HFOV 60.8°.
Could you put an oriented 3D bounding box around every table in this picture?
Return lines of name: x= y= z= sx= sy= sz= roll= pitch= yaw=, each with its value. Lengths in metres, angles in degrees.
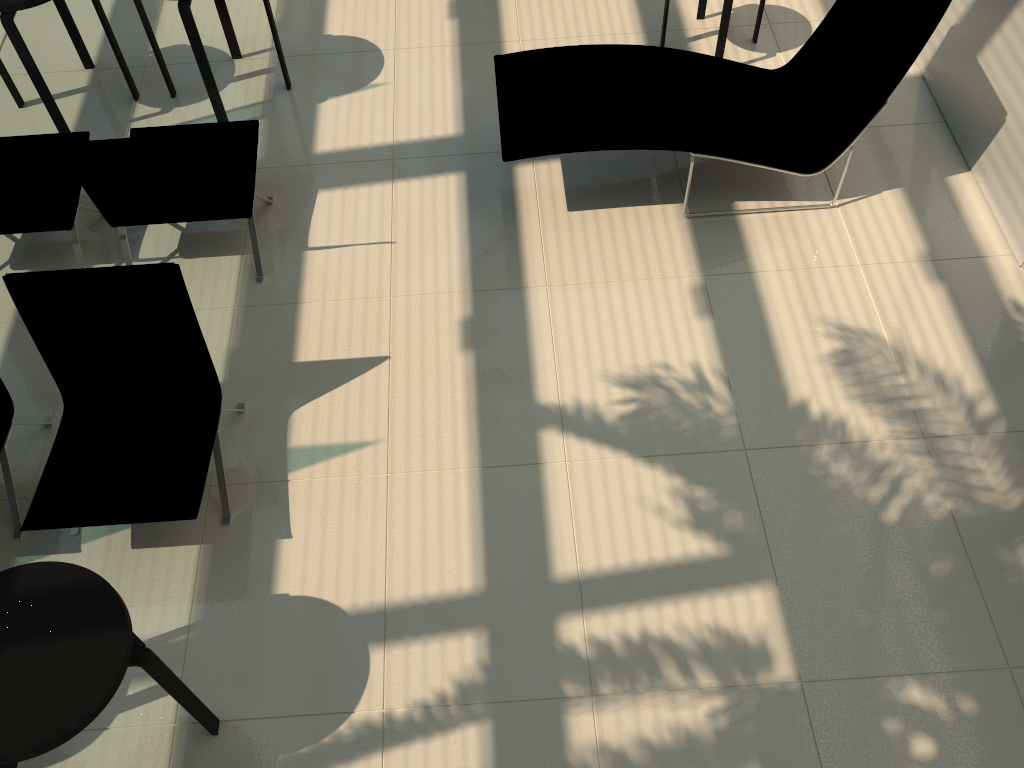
table: x=-2.761 y=-2.049 z=5.211 sx=0.661 sy=0.842 sz=0.644 roll=29 pitch=60 yaw=21
table: x=-1.793 y=-2.114 z=5.211 sx=0.661 sy=0.842 sz=0.644 roll=29 pitch=60 yaw=21
table: x=1.260 y=-2.359 z=5.401 sx=0.535 sy=0.558 sz=0.528 roll=33 pitch=62 yaw=23
table: x=-1.541 y=1.111 z=3.082 sx=0.653 sy=0.842 sz=0.653 roll=37 pitch=63 yaw=25

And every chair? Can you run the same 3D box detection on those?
chair: x=-1.726 y=-1.144 z=4.498 sx=0.716 sy=0.958 sz=0.817 roll=-4 pitch=54 yaw=0
chair: x=-2.657 y=-1.082 z=4.499 sx=0.716 sy=0.958 sz=0.817 roll=-4 pitch=54 yaw=0
chair: x=0.935 y=-1.650 z=4.529 sx=2.036 sy=1.249 sz=0.850 roll=-4 pitch=54 yaw=0
chair: x=-1.642 y=0.168 z=3.633 sx=0.716 sy=0.958 sz=0.817 roll=-4 pitch=54 yaw=0
chair: x=-2.572 y=0.230 z=3.634 sx=0.716 sy=0.958 sz=0.817 roll=-4 pitch=54 yaw=0
